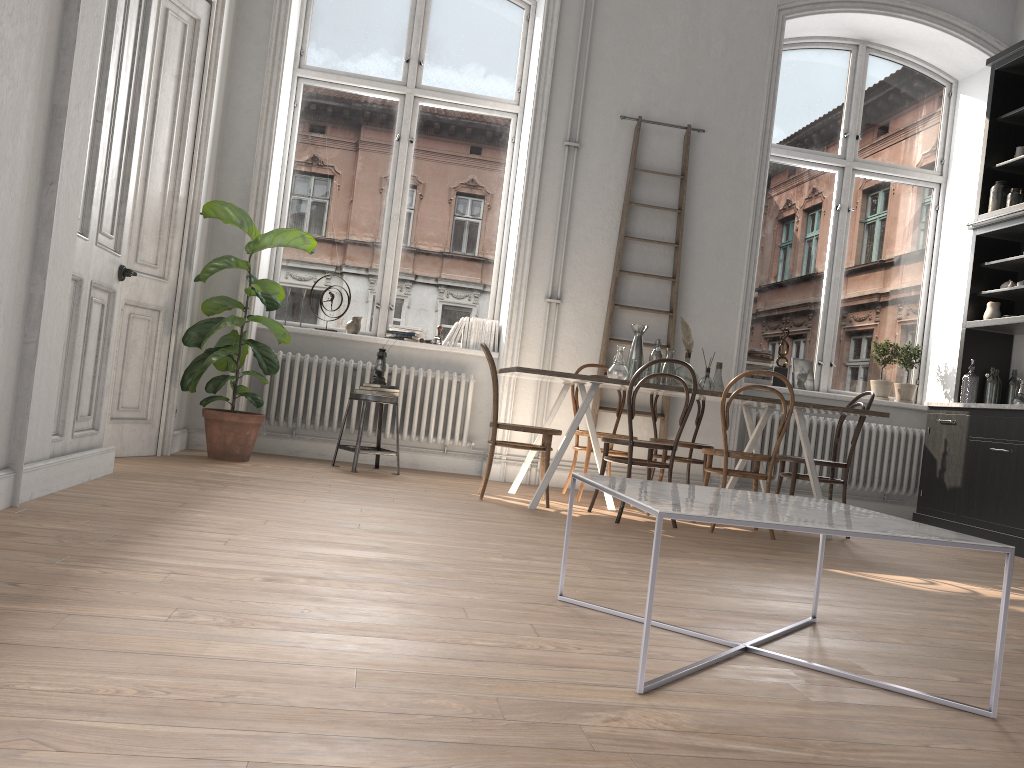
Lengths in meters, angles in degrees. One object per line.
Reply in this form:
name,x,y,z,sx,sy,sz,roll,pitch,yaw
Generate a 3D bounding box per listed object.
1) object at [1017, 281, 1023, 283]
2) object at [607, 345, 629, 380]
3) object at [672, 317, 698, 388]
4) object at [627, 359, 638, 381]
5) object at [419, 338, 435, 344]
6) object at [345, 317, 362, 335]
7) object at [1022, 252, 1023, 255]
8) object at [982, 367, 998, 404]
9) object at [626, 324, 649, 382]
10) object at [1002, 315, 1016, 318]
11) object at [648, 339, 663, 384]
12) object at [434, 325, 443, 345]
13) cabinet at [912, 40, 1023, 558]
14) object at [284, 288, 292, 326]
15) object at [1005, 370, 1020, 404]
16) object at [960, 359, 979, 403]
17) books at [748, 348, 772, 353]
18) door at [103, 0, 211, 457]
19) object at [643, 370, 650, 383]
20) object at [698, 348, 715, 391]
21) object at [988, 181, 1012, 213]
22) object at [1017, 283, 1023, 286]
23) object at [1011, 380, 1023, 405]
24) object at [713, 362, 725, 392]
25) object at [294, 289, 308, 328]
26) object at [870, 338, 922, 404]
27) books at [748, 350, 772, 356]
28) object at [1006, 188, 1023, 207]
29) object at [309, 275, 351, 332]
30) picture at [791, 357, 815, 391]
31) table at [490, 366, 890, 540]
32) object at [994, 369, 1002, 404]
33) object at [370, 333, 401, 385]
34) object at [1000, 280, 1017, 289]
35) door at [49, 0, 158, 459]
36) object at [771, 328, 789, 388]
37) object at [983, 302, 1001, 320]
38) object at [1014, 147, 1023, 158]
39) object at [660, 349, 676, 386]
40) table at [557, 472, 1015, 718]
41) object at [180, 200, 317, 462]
object,3.651,-0.722,6.355,0.055,0.047,0.058,7,-1,6
object,0.647,-0.121,5.359,0.132,0.219,0.132,7,-1,-19
object,1.086,-0.181,5.465,0.156,0.446,0.157,7,-1,9
object,0.750,-0.075,5.503,0.083,0.158,0.083,7,-1,-13
object,-0.650,-0.326,6.737,0.088,0.048,0.153,6,-1,31
object,-1.186,-0.439,6.634,0.100,0.142,0.102,7,-1,-34
object,3.661,-0.910,6.292,0.071,0.047,0.072,6,-1,29
object,3.503,0.028,6.492,0.086,0.301,0.086,7,-1,-23
object,0.787,-0.182,5.622,0.116,0.383,0.116,7,-1,3
object,3.621,-0.460,6.367,0.180,0.037,0.180,7,-1,-24
object,0.896,-0.130,5.526,0.086,0.301,0.086,7,-1,-23
object,-0.551,-0.367,6.695,0.048,0.153,0.088,7,-1,-39
cabinet,3.730,-0.668,5.097,0.635,3.583,3.250,7,-1,-9
object,-1.674,-0.571,6.600,0.095,0.289,0.095,6,-1,23
object,3.664,0.046,6.489,0.086,0.301,0.086,6,-1,37
object,3.380,-0.013,6.538,0.109,0.349,0.109,7,-1,-28
books,1.959,-0.269,7.141,0.201,0.024,0.159,7,-1,-19
door,-2.155,-0.984,4.966,0.216,2.814,1.097,7,-1,16
object,0.821,-0.036,5.418,0.058,0.094,0.058,6,-1,20
object,1.230,-0.080,5.567,0.107,0.283,0.106,7,-1,-14
object,3.596,-1.368,6.533,0.118,0.238,0.118,7,-1,-23
object,3.648,-0.703,6.355,0.058,0.033,0.055,7,-1,-34
object,3.658,0.082,6.360,0.132,0.219,0.120,7,-1,-8
object,1.313,-0.033,5.657,0.101,0.211,0.101,6,-1,31
object,-1.550,-0.556,6.561,0.095,0.289,0.095,7,-1,14
object,3.154,-0.113,7.323,0.500,0.524,0.234,7,-1,-19
books,1.963,-0.247,7.133,0.205,0.020,0.155,7,-1,-9
object,3.632,-1.325,6.395,0.114,0.155,0.114,7,-1,-5
object,-1.359,-0.602,6.610,0.347,0.425,0.087,6,-1,24
picture,2.350,-0.072,7.239,0.221,0.264,0.149,7,-1,-25
table,0.976,0.424,5.498,2.200,0.779,1.100,7,-1,-9
object,3.586,0.038,6.584,0.086,0.301,0.086,7,-1,6
object,-0.883,-0.185,6.174,0.163,0.383,0.154,7,-1,-35
object,3.655,-0.714,6.515,0.140,0.100,0.125,7,-1,-27
door,-1.816,-0.966,3.842,0.216,2.814,1.097,7,-1,-7
object,2.186,-0.212,7.171,0.122,0.488,0.102,7,-1,16
object,3.535,-0.523,6.513,0.127,0.144,0.115,7,-1,-30
object,3.752,-1.676,6.557,0.059,0.135,0.082,7,-1,19
object,0.993,-0.093,5.614,0.098,0.255,0.100,7,-1,-32
table,0.643,0.515,2.373,0.849,0.392,0.849,7,-1,-9
object,0.793,-0.125,5.899,5.827,1.842,0.792,7,-1,-4
